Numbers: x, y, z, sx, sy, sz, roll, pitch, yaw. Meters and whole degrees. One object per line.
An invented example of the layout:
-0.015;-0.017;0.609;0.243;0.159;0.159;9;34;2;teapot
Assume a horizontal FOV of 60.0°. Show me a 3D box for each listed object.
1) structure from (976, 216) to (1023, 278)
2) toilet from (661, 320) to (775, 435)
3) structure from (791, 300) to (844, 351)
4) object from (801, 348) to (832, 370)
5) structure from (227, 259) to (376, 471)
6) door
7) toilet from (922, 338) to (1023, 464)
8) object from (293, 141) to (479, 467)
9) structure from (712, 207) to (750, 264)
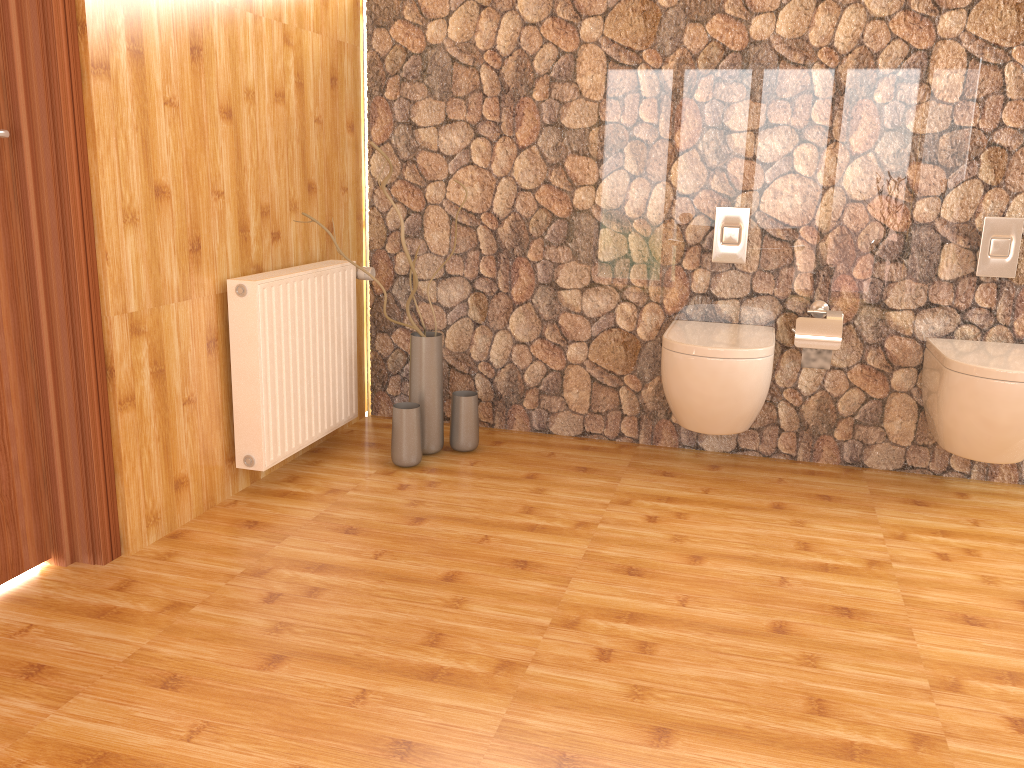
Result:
1.639;-0.460;2.982;0.120;0.200;0.010;5;14;15;structure
0.710;-0.007;3.095;0.371;0.337;0.507;5;14;15;toilet
1.077;-0.210;3.130;0.170;0.151;0.154;5;14;15;structure
1.075;-0.134;3.124;0.098;0.151;0.090;5;14;15;object
-0.696;-0.100;3.078;0.150;0.600;0.745;5;14;15;structure
-1.287;-0.425;1.723;0.106;2.001;0.823;5;14;14;door
1.558;0.072;2.865;0.371;0.337;0.507;5;14;15;toilet
-0.401;-0.262;3.098;0.277;1.123;0.658;12;17;37;object
0.792;-0.539;3.211;0.120;0.200;0.010;5;14;15;structure
